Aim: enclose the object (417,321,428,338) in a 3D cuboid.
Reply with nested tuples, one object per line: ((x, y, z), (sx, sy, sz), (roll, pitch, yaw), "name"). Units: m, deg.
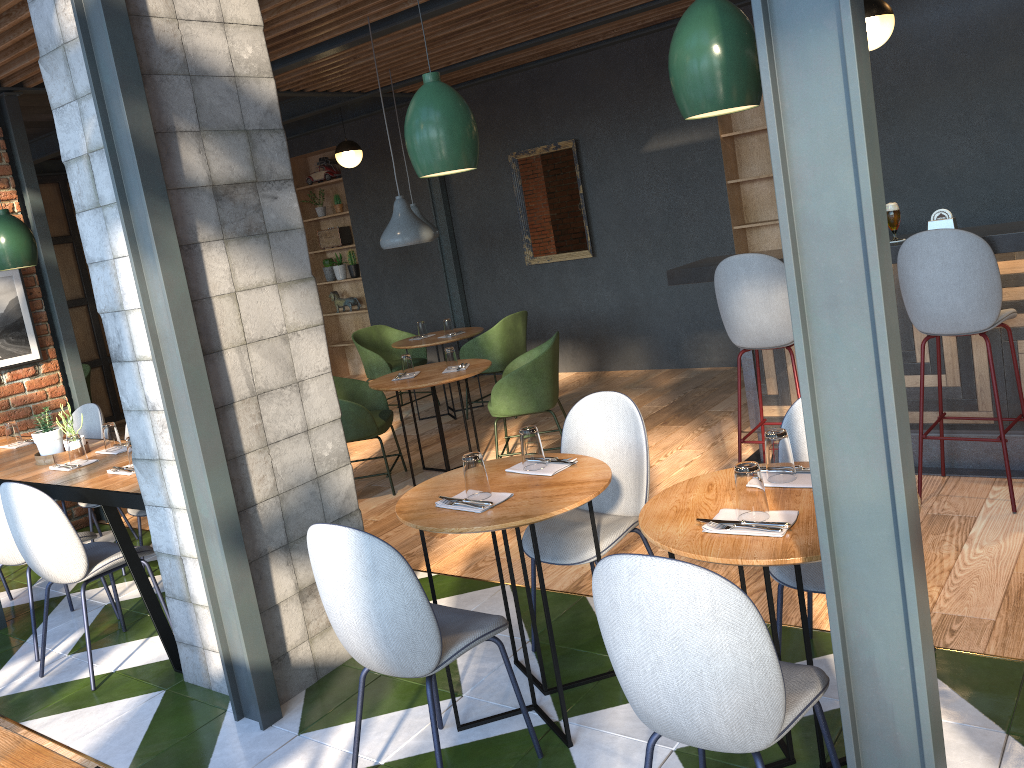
((-0.783, -0.477, 7.722), (0.080, 0.137, 0.081), (-10, 9, 0), "object")

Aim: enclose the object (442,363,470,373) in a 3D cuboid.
((-0.362, -0.105, 5.723), (0.157, 0.019, 0.244), (-8, 11, 7), "object")

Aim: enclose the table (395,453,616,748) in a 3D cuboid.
((0.034, 0.692, 2.892), (0.704, 0.742, 0.699), (-18, 12, -41), "table")

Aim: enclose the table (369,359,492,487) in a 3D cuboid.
((-0.473, 0.261, 5.802), (0.810, 0.682, 0.810), (-13, 10, -21), "table")

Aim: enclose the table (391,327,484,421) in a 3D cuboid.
((-0.584, -0.077, 7.693), (0.807, 0.682, 0.813), (-10, 9, -3), "table")

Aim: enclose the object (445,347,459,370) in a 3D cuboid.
((-0.395, -0.168, 5.729), (0.080, 0.137, 0.081), (-7, 9, 20), "object")

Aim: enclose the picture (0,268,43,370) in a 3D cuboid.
((-3.279, -0.411, 5.641), (0.015, 0.627, 0.433), (-4, 11, 38), "picture")

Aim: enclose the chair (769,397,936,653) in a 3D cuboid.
((1.008, 0.489, 2.706), (0.417, 0.882, 0.512), (-4, 10, 34), "chair")

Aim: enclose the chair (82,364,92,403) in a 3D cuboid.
((-4.722, 0.243, 9.382), (0.637, 0.813, 0.519), (-8, 9, 13), "chair")

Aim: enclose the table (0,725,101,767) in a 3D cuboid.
((-1.309, 1.225, 1.388), (0.657, 0.701, 1.282), (-3, 12, 38), "table")

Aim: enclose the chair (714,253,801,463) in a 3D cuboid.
((1.307, -0.061, 4.389), (0.417, 1.235, 0.512), (-3, 10, 38), "chair")

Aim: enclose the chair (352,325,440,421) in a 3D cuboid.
((-1.075, -0.129, 8.059), (0.514, 0.813, 0.644), (-3, 11, 38), "chair")

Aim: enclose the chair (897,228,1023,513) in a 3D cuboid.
((2.024, -0.104, 3.966), (0.418, 1.235, 0.511), (-2, 11, 43), "chair")

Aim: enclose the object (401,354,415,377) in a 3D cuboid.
((-0.679, -0.124, 5.750), (0.080, 0.137, 0.081), (-7, 9, 20), "object")

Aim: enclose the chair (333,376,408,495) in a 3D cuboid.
((-1.036, 0.292, 5.786), (0.515, 0.813, 0.643), (-9, 9, 3), "chair")

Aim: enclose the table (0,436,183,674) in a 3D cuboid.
((-2.268, 0.753, 4.602), (2.769, 0.761, 0.663), (-2, 12, 38), "table")

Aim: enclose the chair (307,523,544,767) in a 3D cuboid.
((-0.263, 0.736, 2.549), (0.418, 0.882, 0.512), (-3, 11, 39), "chair")

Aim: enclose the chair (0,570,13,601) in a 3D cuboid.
((-3.080, 0.798, 4.768), (0.418, 0.882, 0.511), (-2, 12, 44), "chair")

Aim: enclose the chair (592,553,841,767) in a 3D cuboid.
((0.476, 0.712, 2.006), (0.418, 0.882, 0.512), (-3, 11, 39), "chair")

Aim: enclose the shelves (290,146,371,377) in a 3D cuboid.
((-2.000, -1.394, 10.510), (0.835, 2.689, 0.287), (-3, 10, 38), "shelves")

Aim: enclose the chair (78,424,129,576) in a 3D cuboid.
((-2.239, 0.586, 5.131), (0.418, 0.882, 0.511), (-1, 12, 44), "chair")

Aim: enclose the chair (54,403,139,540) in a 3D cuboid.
((-2.695, 0.607, 5.432), (0.417, 0.882, 0.512), (-4, 10, 34), "chair")

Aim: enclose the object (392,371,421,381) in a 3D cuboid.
((-0.689, -0.060, 5.783), (0.157, 0.019, 0.244), (-8, 11, 7), "object")

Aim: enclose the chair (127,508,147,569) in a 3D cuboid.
((-1.797, 0.580, 4.764), (0.418, 0.882, 0.511), (-2, 12, 44), "chair")

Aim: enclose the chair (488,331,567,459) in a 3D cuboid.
((0.113, 0.112, 5.705), (0.514, 0.813, 0.643), (-8, 9, 8), "chair")

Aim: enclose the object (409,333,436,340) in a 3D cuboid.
((-0.779, -0.418, 7.761), (0.157, 0.019, 0.245), (-2, 13, 36), "object")

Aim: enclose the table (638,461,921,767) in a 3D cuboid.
((0.740, 0.674, 2.349), (0.700, 0.742, 0.703), (-11, 9, -10), "table")

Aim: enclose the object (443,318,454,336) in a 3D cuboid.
((-0.545, -0.488, 7.561), (0.080, 0.137, 0.081), (-10, 9, 0), "object")

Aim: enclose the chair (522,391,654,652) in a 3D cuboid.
((0.286, 0.514, 3.225), (0.418, 0.882, 0.511), (-2, 12, 44), "chair")

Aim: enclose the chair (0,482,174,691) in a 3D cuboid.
((-1.815, 0.765, 3.799), (0.417, 0.882, 0.512), (-4, 10, 34), "chair")

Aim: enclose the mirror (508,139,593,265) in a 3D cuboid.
((0.370, -1.703, 8.392), (0.767, 1.079, 0.061), (-3, 10, 38), "mirror")

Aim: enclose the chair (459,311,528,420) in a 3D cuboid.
((-0.107, -0.172, 7.413), (0.514, 0.813, 0.644), (-4, 11, 33), "chair")

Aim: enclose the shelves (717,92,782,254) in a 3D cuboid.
((2.233, -1.502, 7.255), (0.835, 2.689, 0.287), (-3, 10, 38), "shelves")

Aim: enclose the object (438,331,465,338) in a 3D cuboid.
((-0.522, -0.421, 7.547), (0.157, 0.019, 0.245), (-2, 13, 36), "object")

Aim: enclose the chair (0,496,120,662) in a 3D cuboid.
((-2.247, 0.766, 4.179), (0.417, 0.882, 0.512), (-4, 10, 34), "chair")

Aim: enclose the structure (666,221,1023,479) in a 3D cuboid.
((3.688, -0.534, 4.330), (4.914, 1.387, 2.941), (-2, 13, 38), "structure")
